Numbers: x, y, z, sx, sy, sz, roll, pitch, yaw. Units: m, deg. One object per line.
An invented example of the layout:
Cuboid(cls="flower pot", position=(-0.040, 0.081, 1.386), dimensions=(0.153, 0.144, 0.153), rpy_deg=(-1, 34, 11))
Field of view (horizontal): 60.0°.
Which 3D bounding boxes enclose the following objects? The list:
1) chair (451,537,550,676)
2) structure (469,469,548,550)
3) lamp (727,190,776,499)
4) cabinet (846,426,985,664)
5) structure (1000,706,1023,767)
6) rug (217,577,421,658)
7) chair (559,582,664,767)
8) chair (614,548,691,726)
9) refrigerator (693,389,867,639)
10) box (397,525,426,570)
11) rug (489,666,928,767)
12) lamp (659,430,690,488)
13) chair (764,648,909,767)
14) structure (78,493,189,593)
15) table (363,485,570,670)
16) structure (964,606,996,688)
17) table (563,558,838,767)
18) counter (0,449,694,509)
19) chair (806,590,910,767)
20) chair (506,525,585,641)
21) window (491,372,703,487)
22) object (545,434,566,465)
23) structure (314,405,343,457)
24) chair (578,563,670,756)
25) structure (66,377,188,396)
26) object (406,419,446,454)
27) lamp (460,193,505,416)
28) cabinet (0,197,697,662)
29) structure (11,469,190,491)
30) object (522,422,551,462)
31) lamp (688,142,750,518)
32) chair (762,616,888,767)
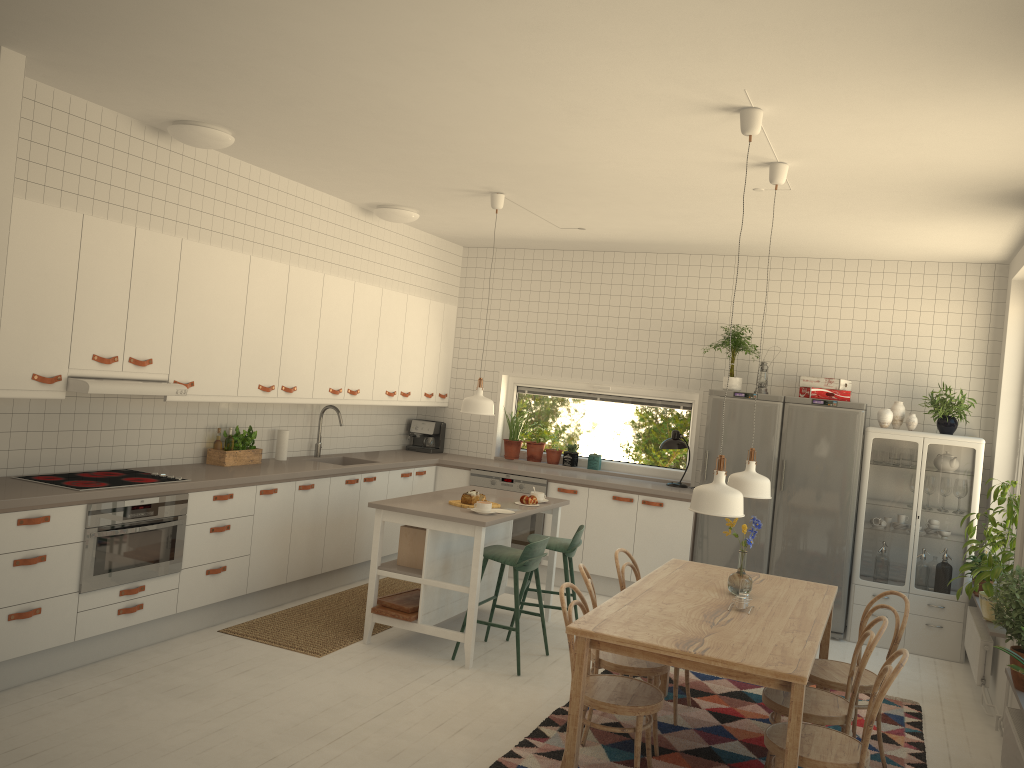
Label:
Cuboid(cls="chair", position=(-0.029, 1.287, 5.380), dimensions=(0.446, 0.752, 0.485), rpy_deg=(5, 0, 23))
Cuboid(cls="structure", position=(0.061, 1.132, 7.826), dimensions=(0.706, 0.710, 0.704), rpy_deg=(6, 0, 24))
Cuboid(cls="lamp", position=(1.264, -0.233, 4.464), dimensions=(0.229, 1.596, 0.230), rpy_deg=(5, 0, -21))
Cuboid(cls="cabinet", position=(2.972, 1.147, 6.567), dimensions=(0.789, 1.592, 0.453), rpy_deg=(5, 0, 24))
Cuboid(cls="structure", position=(2.089, 1.599, 3.555), dimensions=(0.113, 0.279, 1.028), rpy_deg=(5, 0, 23))
Cuboid(cls="rug", position=(-1.046, 1.563, 6.134), dimensions=(0.750, 0.004, 1.999), rpy_deg=(6, 0, 23))
Cuboid(cls="chair", position=(0.409, 1.294, 3.793), dimensions=(0.484, 0.810, 0.385), rpy_deg=(5, 0, 21))
Cuboid(cls="chair", position=(0.757, 1.321, 4.745), dimensions=(0.484, 0.810, 0.385), rpy_deg=(5, 0, 26))
Cuboid(cls="refrigerator", position=(2.080, 0.983, 6.952), dimensions=(1.146, 1.778, 0.559), rpy_deg=(5, 0, 24))
Cuboid(cls="box", position=(-0.523, 1.015, 5.600), dimensions=(0.237, 0.242, 0.357), rpy_deg=(6, 0, 24))
Cuboid(cls="rug", position=(1.047, 1.763, 4.260), dimensions=(1.749, 0.035, 3.024), rpy_deg=(6, 0, 23))
Cuboid(cls="lamp", position=(1.347, 0.616, 7.393), dimensions=(0.262, 0.465, 0.239), rpy_deg=(5, 0, -38))
Cuboid(cls="chair", position=(1.212, 1.373, 3.377), dimensions=(0.484, 0.810, 0.385), rpy_deg=(5, 0, 26))
Cuboid(cls="structure", position=(-2.301, 0.809, 4.892), dimensions=(0.704, 0.447, 0.682), rpy_deg=(6, 0, 24))
Cuboid(cls="table", position=(-0.270, 1.207, 5.875), dimensions=(0.794, 0.864, 1.423), rpy_deg=(6, 0, 23))
Cuboid(cls="structure", position=(3.017, 1.673, 5.697), dimensions=(0.113, 0.276, 1.016), rpy_deg=(5, 0, 23))
Cuboid(cls="table", position=(0.938, 1.382, 4.080), dimensions=(0.894, 0.749, 1.797), rpy_deg=(6, 0, 23))
Cuboid(cls="counter", position=(-0.616, 0.754, 5.782), dimensions=(2.857, 0.163, 4.843), rpy_deg=(6, 0, 23))
Cuboid(cls="chair", position=(1.648, 1.409, 4.343), dimensions=(0.483, 0.810, 0.385), rpy_deg=(5, 0, -4))
Cuboid(cls="chair", position=(0.248, 1.310, 5.932), dimensions=(0.446, 0.752, 0.485), rpy_deg=(5, 0, 8))
Cuboid(cls="window", position=(0.766, 0.383, 7.990), dimensions=(1.898, 0.816, 0.293), rpy_deg=(6, 0, 24))
Cuboid(cls="object", position=(0.396, 0.595, 8.054), dimensions=(0.194, 0.277, 0.177), rpy_deg=(5, 0, -10))
Cuboid(cls="structure", position=(-1.438, 0.376, 6.972), dimensions=(0.236, 0.421, 0.063), rpy_deg=(5, 0, 31))
Cuboid(cls="chair", position=(0.525, 1.302, 4.291), dimensions=(0.483, 0.810, 0.385), rpy_deg=(5, 0, 6))
Cuboid(cls="structure", position=(-2.219, 0.004, 4.895), dimensions=(0.482, 0.073, 0.680), rpy_deg=(6, 0, 23))
Cuboid(cls="object", position=(-0.834, 0.490, 8.329), dimensions=(0.316, 0.292, 0.279), rpy_deg=(6, 0, 24))
Cuboid(cls="lamp", position=(-0.157, -0.545, 5.843), dimensions=(0.230, 1.490, 0.229), rpy_deg=(5, 0, 24))
Cuboid(cls="cabinet", position=(-0.580, 0.358, 5.783), dimensions=(2.853, 2.160, 4.843), rpy_deg=(6, 0, 23))
Cuboid(cls="structure", position=(-2.231, 0.530, 4.865), dimensions=(0.504, 0.057, 0.763), rpy_deg=(6, 0, 23))
Cuboid(cls="object", position=(0.225, 0.529, 8.156), dimensions=(0.258, 0.370, 0.234), rpy_deg=(6, 0, 35))
Cuboid(cls="lamp", position=(0.923, -0.261, 3.676), dimensions=(0.229, 1.596, 0.230), rpy_deg=(6, 0, -32))
Cuboid(cls="chair", position=(1.342, 1.383, 3.867), dimensions=(0.484, 0.810, 0.385), rpy_deg=(5, 0, 21))
